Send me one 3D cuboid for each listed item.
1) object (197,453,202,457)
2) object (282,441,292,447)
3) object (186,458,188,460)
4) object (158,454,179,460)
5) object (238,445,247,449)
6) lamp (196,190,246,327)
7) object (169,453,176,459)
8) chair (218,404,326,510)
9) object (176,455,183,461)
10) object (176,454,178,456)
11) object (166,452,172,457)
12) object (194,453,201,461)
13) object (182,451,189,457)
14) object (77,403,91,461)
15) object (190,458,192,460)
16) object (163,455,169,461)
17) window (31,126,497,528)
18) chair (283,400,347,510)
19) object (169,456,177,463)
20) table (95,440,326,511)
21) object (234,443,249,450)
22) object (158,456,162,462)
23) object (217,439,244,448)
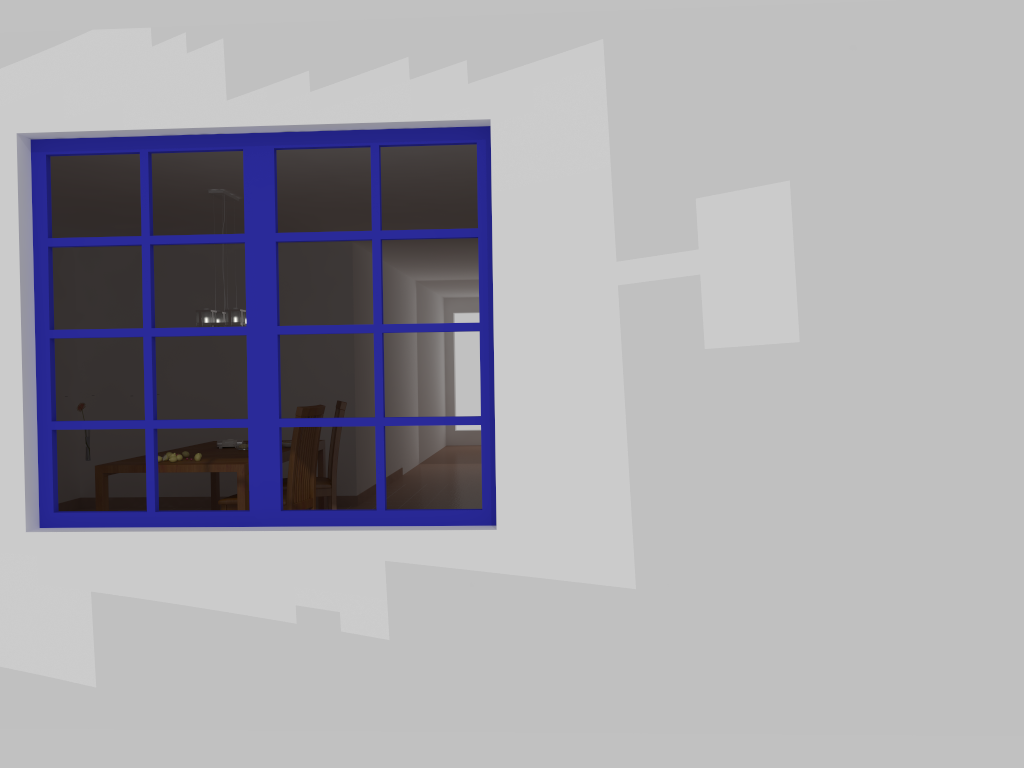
[{"bbox_3d":[-1.950,0.450,5.511,0.042,0.041,0.041,-1,1,-22],"label":"object"},{"bbox_3d":[-1.593,0.434,6.343,0.136,0.036,0.136,-2,1,-39],"label":"object"},{"bbox_3d":[-2.012,0.464,5.492,0.012,0.014,0.014,-1,1,-8],"label":"object"},{"bbox_3d":[-2.139,0.456,5.524,0.091,0.032,0.092,-1,1,3],"label":"object"},{"bbox_3d":[-1.877,0.436,6.184,0.060,0.033,0.048,-1,1,2],"label":"object"},{"bbox_3d":[-1.962,-0.837,6.072,0.304,0.919,0.304,-1,1,3],"label":"lamp"},{"bbox_3d":[-2.077,0.446,5.430,0.039,0.049,0.039,-1,1,11],"label":"object"},{"bbox_3d":[-1.513,0.670,5.691,0.574,1.063,0.444,-1,1,13],"label":"chair"},{"bbox_3d":[-2.047,0.454,5.455,0.041,0.039,0.044,-1,1,-33],"label":"object"},{"bbox_3d":[-2.067,0.440,5.475,0.012,0.014,0.014,0,1,24],"label":"object"},{"bbox_3d":[-2.142,0.444,5.540,0.042,0.038,0.043,-1,1,-20],"label":"object"},{"bbox_3d":[-1.922,0.448,5.422,0.039,0.053,0.038,0,1,38],"label":"object"},{"bbox_3d":[-2.085,0.450,5.669,0.042,0.041,0.041,-1,1,-11],"label":"object"},{"bbox_3d":[-2.678,0.298,5.547,0.085,0.365,0.050,-1,1,1],"label":"object"},{"bbox_3d":[-1.976,0.465,5.464,0.014,0.012,0.014,-1,1,7],"label":"object"},{"bbox_3d":[-2.128,0.455,5.452,0.039,0.036,0.033,0,1,41],"label":"object"},{"bbox_3d":[-0.907,-0.194,3.235,1.699,1.430,0.035,-1,1,3],"label":"window"},{"bbox_3d":[-1.475,0.659,6.387,0.574,1.063,0.444,-1,1,-16],"label":"chair"},{"bbox_3d":[-2.042,0.455,5.346,0.043,0.038,0.043,-1,1,-8],"label":"object"},{"bbox_3d":[-1.964,0.831,6.122,0.900,0.740,1.800,-1,1,3],"label":"table"},{"bbox_3d":[-1.874,0.438,6.208,0.151,0.041,0.151,-2,1,-37],"label":"object"},{"bbox_3d":[-2.143,0.456,5.371,0.043,0.038,0.043,-1,1,-8],"label":"object"},{"bbox_3d":[-2.033,0.426,6.405,0.176,0.062,0.195,-1,1,-12],"label":"object"}]
